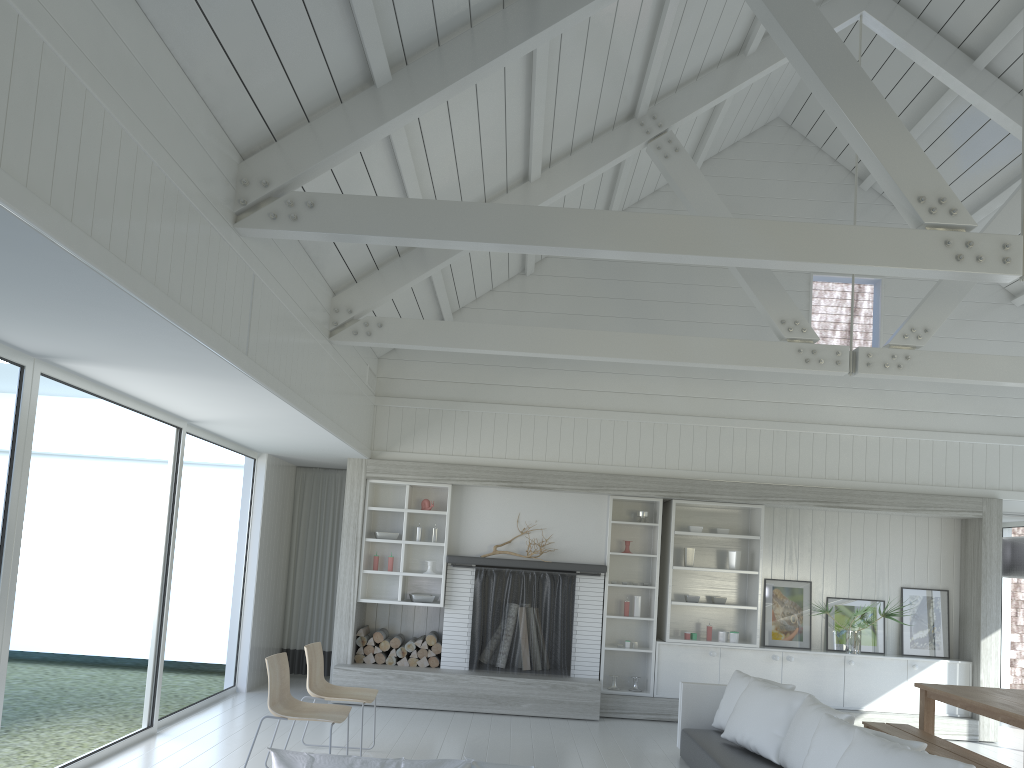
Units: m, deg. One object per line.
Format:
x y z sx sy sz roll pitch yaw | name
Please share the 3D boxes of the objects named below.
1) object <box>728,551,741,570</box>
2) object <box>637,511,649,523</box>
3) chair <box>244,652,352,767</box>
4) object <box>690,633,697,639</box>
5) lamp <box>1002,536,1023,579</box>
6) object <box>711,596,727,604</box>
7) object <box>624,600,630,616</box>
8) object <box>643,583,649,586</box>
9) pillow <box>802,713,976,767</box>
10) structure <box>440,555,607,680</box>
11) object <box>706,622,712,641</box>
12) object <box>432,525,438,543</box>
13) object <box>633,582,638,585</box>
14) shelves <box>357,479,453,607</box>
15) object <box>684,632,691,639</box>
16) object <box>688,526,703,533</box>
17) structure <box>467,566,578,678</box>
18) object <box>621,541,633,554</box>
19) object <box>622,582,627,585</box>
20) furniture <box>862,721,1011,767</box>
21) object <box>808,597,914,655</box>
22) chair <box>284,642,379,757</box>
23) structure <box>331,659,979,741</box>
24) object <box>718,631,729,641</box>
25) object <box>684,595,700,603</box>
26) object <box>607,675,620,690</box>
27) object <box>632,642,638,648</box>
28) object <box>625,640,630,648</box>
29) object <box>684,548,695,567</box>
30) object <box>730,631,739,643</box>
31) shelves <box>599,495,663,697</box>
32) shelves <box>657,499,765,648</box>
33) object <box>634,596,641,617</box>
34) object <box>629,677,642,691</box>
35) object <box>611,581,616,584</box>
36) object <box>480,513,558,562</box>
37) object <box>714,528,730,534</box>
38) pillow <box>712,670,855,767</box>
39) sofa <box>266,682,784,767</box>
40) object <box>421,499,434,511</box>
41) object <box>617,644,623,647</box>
2.302 1.826 9.124 0.103 0.195 0.103 10 -9 -44 | object
1.356 1.384 9.142 0.161 0.123 0.163 -2 -11 33 | object
-1.334 2.122 5.561 0.555 0.772 0.602 4 -7 1 | chair
1.869 2.596 9.072 0.058 0.060 0.058 7 -9 -22 | object
3.675 -0.910 5.435 0.200 4.200 1.928 4 -6 1 | lamp
2.166 2.264 9.228 0.141 0.065 0.143 4 -10 1 | object
1.183 2.292 9.091 0.054 0.194 0.055 4 -6 0 | object
1.398 2.092 9.202 0.054 0.025 0.055 4 -10 1 | object
1.821 2.019 4.475 0.466 0.472 1.334 5 -11 -8 | pillow
0.109 2.482 9.198 1.616 1.273 0.869 4 -7 1 | structure
2.030 2.538 9.067 0.054 0.194 0.055 4 -6 0 | object
-0.790 1.534 9.063 0.054 0.194 0.055 4 -6 1 | object
1.279 2.074 9.148 0.054 0.025 0.055 4 -10 1 | object
-1.081 1.655 9.162 0.865 1.227 0.555 4 -6 1 | shelves
1.800 2.581 9.047 0.054 0.070 0.055 6 -8 -20 | object
1.902 1.514 9.153 0.141 0.065 0.143 4 -10 1 | object
0.111 2.389 8.846 1.097 1.053 0.117 4 -5 0 | structure
1.197 1.693 9.142 0.137 0.129 0.138 -4 -11 43 | object
1.161 2.056 9.095 0.054 0.025 0.055 4 -10 1 | object
2.747 2.478 5.181 0.340 0.465 2.717 4 -11 1 | furniture
3.535 2.412 8.882 0.971 0.623 0.629 4 -8 -2 | object
-1.276 2.281 6.338 0.555 0.772 0.602 4 -7 1 | chair
1.433 3.286 9.424 6.348 0.343 1.907 4 -11 1 | structure
2.182 2.605 9.099 0.091 0.094 0.091 -2 -10 34 | object
1.857 2.216 9.090 0.141 0.065 0.143 4 -10 1 | object
1.046 3.053 9.020 0.137 0.129 0.138 -4 -11 43 | object
1.261 2.681 9.057 0.058 0.060 0.058 4 -8 0 | object
1.188 2.671 9.059 0.054 0.070 0.055 4 -7 0 | object
1.834 1.797 9.128 0.102 0.195 0.104 4 -6 1 | object
2.277 2.589 9.031 0.085 0.110 0.086 -2 -9 36 | object
1.211 2.200 9.237 0.540 1.980 0.611 4 -6 1 | shelves
2.070 1.980 9.255 0.939 1.429 0.611 4 -6 1 | shelves
1.290 2.291 9.089 0.072 0.209 0.072 4 -6 0 | object
1.265 3.067 9.018 0.137 0.129 0.138 -4 -11 43 | object
1.043 2.038 9.042 0.054 0.025 0.055 4 -10 1 | object
0.144 1.546 8.918 0.787 0.497 0.460 9 -10 -29 | object
2.211 1.561 9.292 0.141 0.065 0.143 4 -10 1 | object
1.864 2.352 6.131 0.462 0.472 2.083 5 -11 -7 | pillow
0.408 2.192 5.215 3.476 0.730 4.189 4 -11 1 | sofa
-0.876 1.246 9.079 0.060 0.125 0.232 10 -11 -44 | object
1.109 2.690 9.058 0.054 0.025 0.055 4 -10 1 | object
